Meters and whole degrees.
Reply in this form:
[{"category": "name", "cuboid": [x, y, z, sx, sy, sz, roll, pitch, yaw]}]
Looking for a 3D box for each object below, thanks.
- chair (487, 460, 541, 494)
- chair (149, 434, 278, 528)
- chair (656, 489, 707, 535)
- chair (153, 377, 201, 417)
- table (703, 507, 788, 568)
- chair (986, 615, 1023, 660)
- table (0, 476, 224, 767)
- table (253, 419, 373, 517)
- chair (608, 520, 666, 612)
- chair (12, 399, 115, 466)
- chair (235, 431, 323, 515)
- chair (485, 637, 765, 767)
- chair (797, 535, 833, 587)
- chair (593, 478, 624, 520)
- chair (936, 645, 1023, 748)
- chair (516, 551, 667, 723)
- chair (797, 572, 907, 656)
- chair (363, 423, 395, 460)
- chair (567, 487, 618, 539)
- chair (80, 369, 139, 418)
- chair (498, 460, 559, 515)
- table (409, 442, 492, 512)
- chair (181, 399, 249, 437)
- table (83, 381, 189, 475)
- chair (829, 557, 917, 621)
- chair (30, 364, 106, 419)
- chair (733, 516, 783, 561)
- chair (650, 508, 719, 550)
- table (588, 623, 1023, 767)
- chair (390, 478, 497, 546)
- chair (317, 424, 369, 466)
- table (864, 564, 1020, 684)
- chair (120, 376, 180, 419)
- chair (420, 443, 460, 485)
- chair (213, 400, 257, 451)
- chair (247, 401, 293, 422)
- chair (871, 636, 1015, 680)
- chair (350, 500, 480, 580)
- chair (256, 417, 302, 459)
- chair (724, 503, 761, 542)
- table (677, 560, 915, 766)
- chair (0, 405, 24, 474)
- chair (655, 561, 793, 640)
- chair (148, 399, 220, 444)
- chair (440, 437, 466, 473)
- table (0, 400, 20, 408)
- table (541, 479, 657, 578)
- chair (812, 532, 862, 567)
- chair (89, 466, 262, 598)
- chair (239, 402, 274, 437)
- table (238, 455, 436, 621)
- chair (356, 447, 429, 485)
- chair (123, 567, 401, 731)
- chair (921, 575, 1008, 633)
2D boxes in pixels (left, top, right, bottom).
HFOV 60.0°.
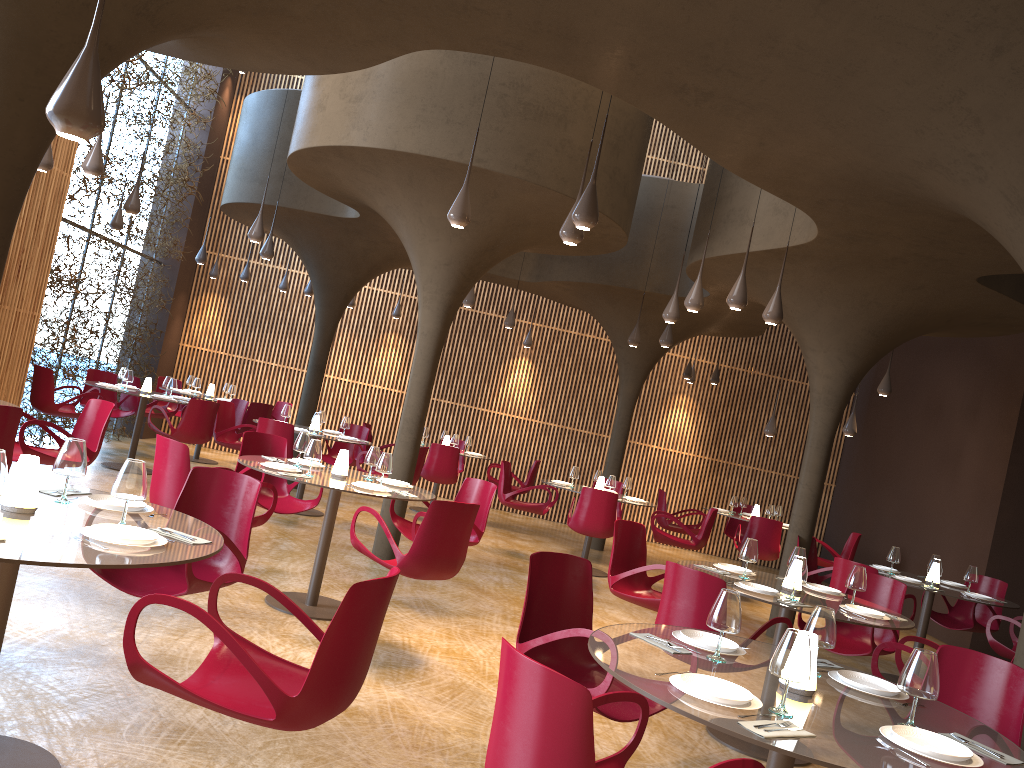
[{"category": "chair", "cuboid": [0.009, 1.548, 15.287, 0.873, 0.636, 0.625, 12, -1, -2]}, {"category": "chair", "cuboid": [-2.298, 0.758, 6.689, 0.623, 0.636, 0.875, 11, -2, 41]}, {"category": "chair", "cuboid": [2.769, 2.119, 14.503, 0.872, 0.636, 0.625, 12, -1, 4]}, {"category": "chair", "cuboid": [-6.133, 0.247, 16.153, 0.870, 0.636, 0.627, 11, -2, 43]}, {"category": "table", "cuboid": [3.812, 2.739, 14.357, 1.669, 1.130, 1.675, 12, -1, 18]}, {"category": "chair", "cuboid": [5.152, 2.434, 8.542, 0.627, 0.636, 0.870, 13, -2, -40]}, {"category": "table", "cuboid": [-2.185, 1.080, 3.703, 1.669, 1.130, 1.676, 12, -2, 20]}, {"category": "table", "cuboid": [-2.902, 1.220, 12.433, 1.669, 1.130, 1.675, 12, -1, 18]}, {"category": "chair", "cuboid": [1.200, 1.537, 7.333, 0.870, 0.636, 0.627, 11, -2, 43]}, {"category": "chair", "cuboid": [-4.098, 0.412, 7.974, 0.623, 0.636, 0.875, 11, -2, 38]}, {"category": "chair", "cuboid": [-2.209, 0.830, 8.243, 0.627, 0.636, 0.870, 13, -2, -39]}, {"category": "chair", "cuboid": [0.317, 1.195, 2.855, 0.875, 0.636, 0.623, 13, -1, -34]}, {"category": "chair", "cuboid": [3.726, 2.188, 10.392, 0.627, 0.636, 0.870, 13, -2, -45]}, {"category": "chair", "cuboid": [1.443, 1.808, 13.777, 0.624, 0.636, 0.873, 12, -1, 8]}, {"category": "chair", "cuboid": [2.053, 1.617, 4.244, 0.875, 0.636, 0.623, 13, -2, -39]}, {"category": "chair", "cuboid": [0.420, 1.272, 4.492, 0.627, 0.636, 0.870, 13, -2, -39]}, {"category": "chair", "cuboid": [2.850, 1.894, 7.321, 0.623, 0.636, 0.875, 11, -2, 43]}, {"category": "chair", "cuboid": [-2.196, 1.069, 15.246, 0.872, 0.636, 0.625, 12, -1, 3]}, {"category": "chair", "cuboid": [1.065, 1.647, 11.455, 0.625, 0.636, 0.873, 12, -1, 3]}, {"category": "chair", "cuboid": [-6.154, 0.153, 13.497, 0.870, 0.636, 0.627, 11, -2, 43]}, {"category": "chair", "cuboid": [0.203, 1.504, 12.739, 0.871, 0.636, 0.626, 12, -1, 13]}, {"category": "table", "cuboid": [-1.281, 1.668, 15.289, 1.671, 1.130, 1.674, 12, -1, 8]}, {"category": "chair", "cuboid": [-4.572, 0.505, 13.761, 0.623, 0.636, 0.875, 11, -2, 38]}, {"category": "table", "cuboid": [-5.443, 0.685, 12.873, 1.668, 1.130, 1.677, 11, -2, 40]}, {"category": "chair", "cuboid": [3.516, 2.087, 8.767, 0.875, 0.636, 0.623, 13, -2, -40]}, {"category": "chair", "cuboid": [-6.035, 0.126, 11.944, 0.623, 0.636, 0.875, 11, -2, 33]}, {"category": "chair", "cuboid": [3.671, 2.269, 13.146, 0.624, 0.636, 0.874, 12, -1, 9]}, {"category": "chair", "cuboid": [2.382, 1.964, 12.388, 0.872, 0.636, 0.626, 12, -1, 8]}, {"category": "table", "cuboid": [1.004, 1.764, 3.502, 1.677, 1.130, 1.668, 13, -2, -33]}, {"category": "chair", "cuboid": [-0.607, 1.178, 8.285, 0.875, 0.636, 0.623, 14, -2, -44]}, {"category": "chair", "cuboid": [-2.570, 0.933, 13.606, 0.624, 0.636, 0.873, 12, -1, 8]}, {"category": "table", "cuboid": [4.390, 2.700, 9.516, 1.677, 1.130, 1.668, 13, -2, -34]}, {"category": "chair", "cuboid": [-6.014, 0.221, 14.601, 0.623, 0.636, 0.875, 11, -2, 33]}, {"category": "chair", "cuboid": [-1.130, 1.263, 14.134, 0.625, 0.636, 0.872, 12, -1, -7]}, {"category": "chair", "cuboid": [-3.810, 0.629, 12.568, 0.871, 0.636, 0.626, 12, -1, 13]}, {"category": "chair", "cuboid": [-4.552, 0.599, 16.417, 0.623, 0.636, 0.875, 11, -2, 38]}, {"category": "chair", "cuboid": [2.843, 1.837, 5.681, 0.870, 0.636, 0.627, 11, -2, 38]}, {"category": "chair", "cuboid": [-0.697, 1.102, 6.599, 0.627, 0.636, 0.870, 13, -2, -44]}, {"category": "chair", "cuboid": [-2.948, 0.772, 11.284, 0.625, 0.636, 0.873, 12, -1, 3]}, {"category": "chair", "cuboid": [4.031, 2.422, 15.372, 0.624, 0.636, 0.874, 12, -1, 14]}, {"category": "table", "cuboid": [1.911, 2.060, 6.449, 1.677, 1.130, 1.668, 13, -2, -41]}, {"category": "chair", "cuboid": [-3.965, 0.385, 6.340, 0.870, 0.636, 0.627, 11, -1, 33]}, {"category": "chair", "cuboid": [1.321, 1.508, 5.697, 0.875, 0.636, 0.623, 13, -2, -42]}, {"category": "chair", "cuboid": [-4.437, 0.477, 12.078, 0.870, 0.636, 0.627, 11, -2, 38]}, {"category": "chair", "cuboid": [-1.152, 1.338, 16.489, 0.625, 0.636, 0.873, 12, -1, -2]}, {"category": "table", "cuboid": [-4.959, 0.592, 7.029, 1.668, 1.130, 1.677, 11, -2, 44]}, {"category": "table", "cuboid": [1.111, 2.095, 12.604, 1.669, 1.130, 1.675, 12, -1, 18]}, {"category": "chair", "cuboid": [5.036, 2.597, 14.092, 0.872, 0.636, 0.626, 12, -1, 9]}, {"category": "chair", "cuboid": [-1.800, 0.804, 4.863, 0.624, 0.636, 0.874, 12, -1, 11]}, {"category": "chair", "cuboid": [-4.417, 0.571, 14.734, 0.870, 0.636, 0.627, 11, -2, 38]}, {"category": "table", "cuboid": [-1.588, 1.338, 7.515, 1.677, 1.130, 1.668, 13, -2, -38]}, {"category": "chair", "cuboid": [-1.631, 1.089, 12.217, 0.872, 0.636, 0.626, 12, -1, 8]}, {"category": "chair", "cuboid": [-0.925, 0.945, 3.431, 0.871, 0.636, 0.626, 12, -1, 11]}, {"category": "chair", "cuboid": [5.233, 2.507, 10.180, 0.875, 0.636, 0.623, 13, -1, -35]}]
